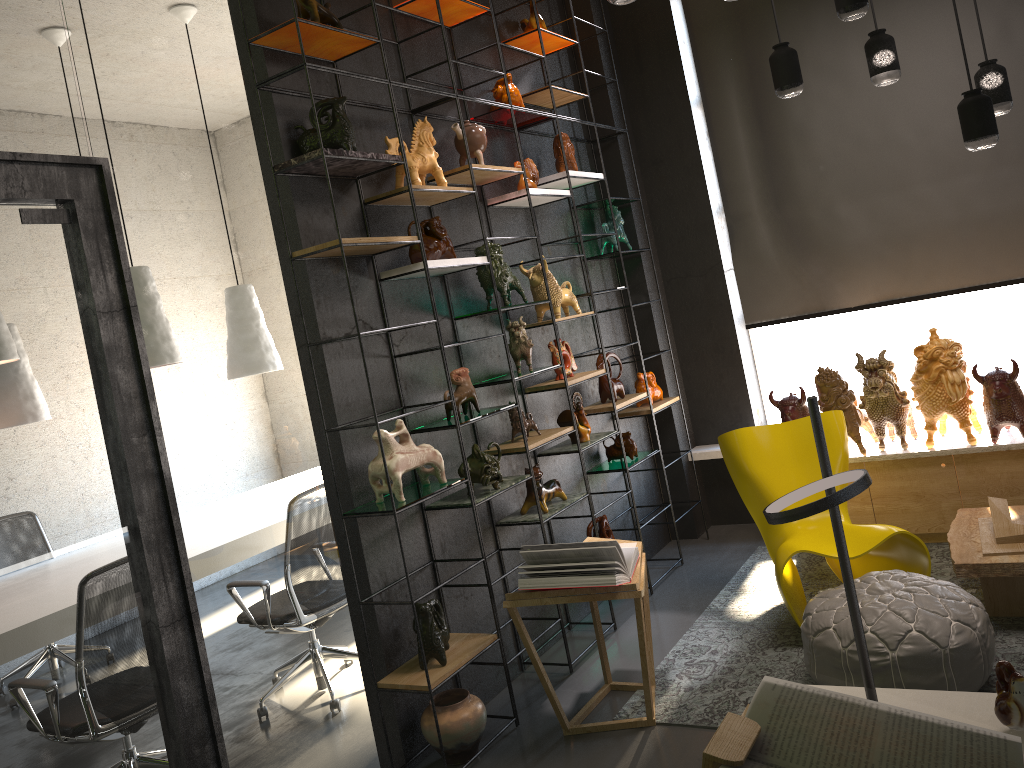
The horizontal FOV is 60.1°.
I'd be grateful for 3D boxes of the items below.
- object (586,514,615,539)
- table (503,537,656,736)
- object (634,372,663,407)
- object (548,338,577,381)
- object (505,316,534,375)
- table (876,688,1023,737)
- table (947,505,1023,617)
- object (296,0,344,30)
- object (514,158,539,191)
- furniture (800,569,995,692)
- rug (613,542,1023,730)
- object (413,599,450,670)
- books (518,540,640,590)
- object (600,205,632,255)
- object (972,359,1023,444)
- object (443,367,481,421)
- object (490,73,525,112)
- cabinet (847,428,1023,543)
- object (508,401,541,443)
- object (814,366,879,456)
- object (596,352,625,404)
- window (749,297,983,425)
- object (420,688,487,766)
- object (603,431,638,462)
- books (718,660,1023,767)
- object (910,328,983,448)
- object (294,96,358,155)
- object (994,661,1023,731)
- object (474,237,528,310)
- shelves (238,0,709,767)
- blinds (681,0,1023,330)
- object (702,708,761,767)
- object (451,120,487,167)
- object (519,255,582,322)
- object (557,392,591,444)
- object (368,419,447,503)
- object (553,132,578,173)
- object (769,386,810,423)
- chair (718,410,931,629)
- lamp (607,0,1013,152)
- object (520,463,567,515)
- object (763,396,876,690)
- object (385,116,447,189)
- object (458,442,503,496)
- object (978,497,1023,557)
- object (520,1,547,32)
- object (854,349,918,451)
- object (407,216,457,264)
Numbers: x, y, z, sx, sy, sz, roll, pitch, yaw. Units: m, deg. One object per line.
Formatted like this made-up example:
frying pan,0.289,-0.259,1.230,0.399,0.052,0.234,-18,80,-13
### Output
object,0.473,0.858,4.764,0.125,0.249,0.255,-11,2,32
table,0.412,1.035,3.635,0.493,0.619,0.739,-10,2,32
object,0.876,0.020,5.697,0.138,0.222,0.280,-11,2,32
object,0.279,-0.139,4.831,0.060,0.223,0.269,-11,2,32
object,0.031,-0.189,4.372,0.131,0.280,0.207,-11,1,-10
table,0.236,0.849,0.333,0.981,0.120,2.927,-9,5,32
table,2.318,0.796,3.885,0.690,0.309,0.835,-9,4,31
object,-0.794,-1.554,3.505,0.115,0.358,0.199,-11,1,32
object,0.092,-1.137,4.833,0.235,0.209,0.106,-13,2,-41
furniture,1.467,0.957,3.394,0.675,0.382,0.684,-9,3,32
rug,2.468,0.941,3.562,3.575,0.010,2.207,-9,5,31
object,-0.325,0.974,3.540,0.126,0.249,0.254,-11,2,2
books,0.276,0.712,3.603,0.399,0.232,0.485,-10,3,19
object,0.640,-0.999,5.669,0.151,0.332,0.291,-11,2,24
object,2.621,0.069,4.695,0.218,0.440,0.466,-11,2,37
object,-0.234,0.043,3.935,0.118,0.220,0.213,-11,2,16
object,-0.044,-1.563,4.857,0.139,0.222,0.276,-12,2,-28
cabinet,2.872,0.516,4.650,2.714,0.530,0.407,-9,2,31
object,0.055,0.175,4.379,0.095,0.210,0.184,-11,2,34
object,1.946,0.130,5.164,0.247,0.545,0.479,-11,2,39
object,0.572,-0.040,5.236,0.113,0.290,0.251,-11,2,32
window,2.446,-1.364,5.576,2.295,3.166,0.051,-11,0,31
object,-0.226,1.366,3.524,0.263,0.239,0.268,-10,3,32
object,0.640,0.371,5.255,0.209,0.168,0.106,-10,2,31
books,0.504,0.572,1.249,0.393,0.168,0.489,-10,4,28
object,2.364,0.005,4.848,0.305,0.654,0.472,-11,1,37
object,-0.759,-1.006,3.543,0.253,0.249,0.126,-11,1,6
object,0.843,0.523,1.485,0.077,0.102,0.087,-12,2,-34
object,-0.070,-0.551,4.367,0.166,0.356,0.257,-11,1,37
shelves,0.038,-0.638,4.604,0.273,3.906,3.014,-11,1,32
blinds,-0.154,-0.990,6.286,3.549,3.306,12.642,-13,4,-38
object,0.492,0.586,1.238,0.426,0.174,0.377,-9,4,32
object,-0.199,-1.175,4.376,0.164,0.266,0.238,-11,2,3
object,0.217,-0.521,4.802,0.174,0.351,0.372,-11,2,37
object,0.346,0.182,4.803,0.122,0.270,0.229,-11,2,32
object,-0.426,0.290,3.552,0.163,0.303,0.344,-11,2,37
object,0.312,-1.346,5.238,0.126,0.249,0.254,-11,2,2
object,1.723,0.209,5.250,0.218,0.440,0.466,-11,2,37
chair,1.477,0.630,4.382,0.658,0.896,1.071,-11,2,2
lamp,1.157,-1.874,2.519,2.685,2.271,2.839,-12,2,-14
object,0.164,0.493,4.384,0.154,0.235,0.311,-11,2,35
object,0.551,0.334,1.520,0.241,0.601,0.238,-12,1,-32
object,-0.440,-1.030,3.961,0.169,0.363,0.378,-11,2,27
object,-0.143,0.365,3.955,0.192,0.220,0.404,-11,3,1
object,2.223,0.590,3.851,0.349,0.136,0.524,-10,4,27
object,0.105,-2.162,5.228,0.097,0.290,0.289,-11,2,-20
object,2.109,0.080,5.024,0.270,0.579,0.432,-11,1,25
object,-0.370,-0.639,3.938,0.138,0.222,0.280,-11,2,31
